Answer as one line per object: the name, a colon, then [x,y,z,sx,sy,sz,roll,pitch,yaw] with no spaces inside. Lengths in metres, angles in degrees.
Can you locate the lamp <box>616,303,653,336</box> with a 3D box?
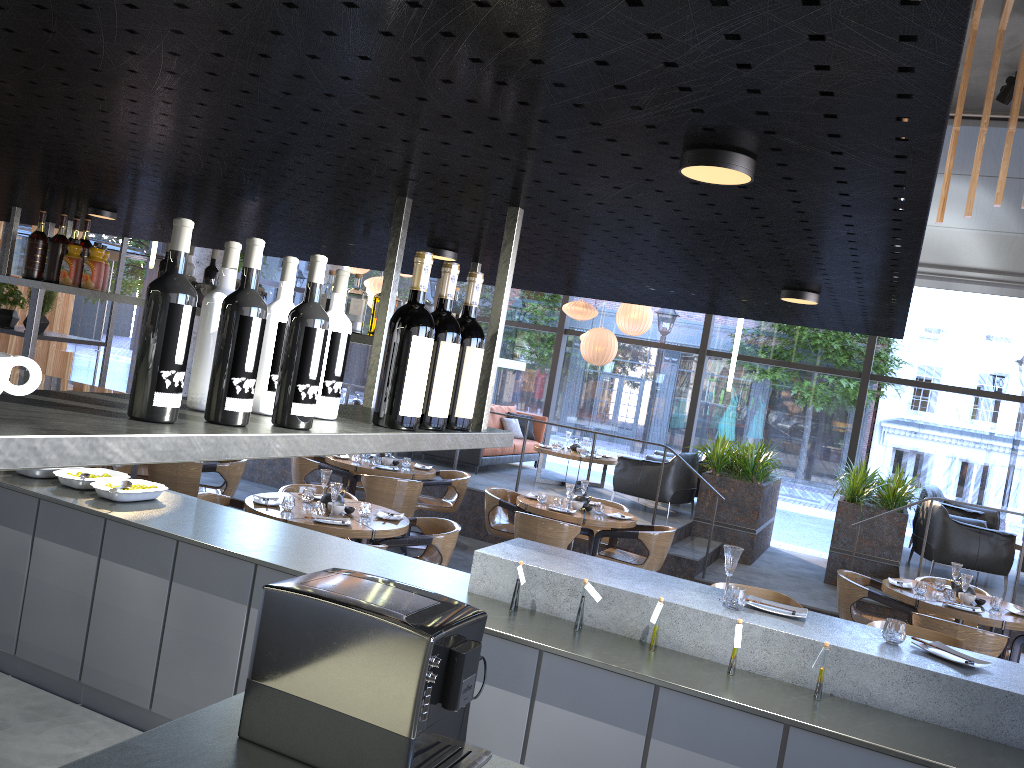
lamp: [1.560,-2.136,8.101,0.468,3.124,6.999,10,1,4]

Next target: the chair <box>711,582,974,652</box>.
chair: [2.165,1.740,1.647,2.787,1.047,5.395,10,1,0]

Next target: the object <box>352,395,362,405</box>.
object: [-2.221,0.240,12.729,0.168,0.179,0.163,10,1,33]

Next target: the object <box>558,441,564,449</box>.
object: [0.628,0.793,11.502,0.086,0.086,0.086,9,1,-30]

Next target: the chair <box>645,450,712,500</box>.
chair: [2.163,1.155,11.456,0.833,0.743,1.030,10,1,8]

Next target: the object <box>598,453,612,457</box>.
object: [1.197,0.923,11.396,0.170,0.025,0.294,10,1,3]

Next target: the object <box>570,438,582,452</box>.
object: [0.827,0.782,11.378,0.163,0.179,0.168,9,1,-11]

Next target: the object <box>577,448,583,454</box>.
object: [0.871,0.851,11.241,0.116,0.065,0.116,9,1,-37]

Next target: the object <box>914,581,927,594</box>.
object: [3.034,1.514,6.579,0.086,0.086,0.086,9,1,-42]

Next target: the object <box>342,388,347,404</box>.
object: [-2.422,0.180,12.780,0.082,0.227,0.082,9,1,-29]

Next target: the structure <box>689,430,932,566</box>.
structure: [-2.347,0.568,7.979,15.715,1.608,4.306,9,1,-29]

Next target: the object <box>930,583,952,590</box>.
object: [3.451,1.608,6.997,0.294,0.025,0.170,10,1,8]

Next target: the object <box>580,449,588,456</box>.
object: [0.891,0.848,10.962,0.086,0.086,0.086,10,1,27]

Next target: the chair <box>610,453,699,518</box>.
chair: [1.708,1.099,10.365,0.833,0.743,1.030,10,1,30]

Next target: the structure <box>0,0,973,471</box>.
structure: [-3.090,-1.581,3.167,8.600,2.382,4.958,10,1,23]

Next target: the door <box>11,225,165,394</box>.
door: [-5.026,-0.395,10.205,2.186,2.526,2.186,11,2,43]

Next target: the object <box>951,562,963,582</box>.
object: [3.428,1.503,6.867,0.082,0.227,0.082,11,2,44]

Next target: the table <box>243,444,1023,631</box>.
table: [0.879,1.435,8.171,10.659,0.968,6.876,10,1,23]

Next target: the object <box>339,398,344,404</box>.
object: [-2.450,0.249,12.677,0.086,0.086,0.086,10,1,15]

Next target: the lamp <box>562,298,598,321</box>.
lamp: [1.045,-1.935,11.378,0.467,2.271,0.467,9,1,-14]

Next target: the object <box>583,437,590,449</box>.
object: [0.908,0.778,11.046,0.082,0.227,0.082,9,1,-24]

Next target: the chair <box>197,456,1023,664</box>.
chair: [0.884,1.575,6.474,9.749,0.759,4.352,10,1,24]

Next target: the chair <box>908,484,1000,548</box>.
chair: [5.120,1.601,10.243,0.833,0.743,1.030,10,1,37]

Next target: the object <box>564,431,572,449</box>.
object: [0.724,0.737,11.563,0.082,0.227,0.082,10,1,5]

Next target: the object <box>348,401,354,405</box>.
object: [-2.240,0.291,12.341,0.086,0.086,0.086,9,1,-18]

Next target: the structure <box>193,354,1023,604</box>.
structure: [-0.296,-0.421,4.853,11.718,4.117,9.054,10,1,23]

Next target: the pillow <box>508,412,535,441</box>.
pillow: [0.122,0.596,12.547,0.418,0.345,0.242,9,1,-27]

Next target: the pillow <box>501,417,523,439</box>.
pillow: [-0.002,0.613,12.291,0.203,0.263,0.332,11,2,43]

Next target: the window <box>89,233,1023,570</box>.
window: [0.190,-1.143,6.187,12.739,5.897,12.900,10,1,23]

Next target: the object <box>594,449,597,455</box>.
object: [1.050,0.868,11.342,0.086,0.086,0.086,10,1,27]

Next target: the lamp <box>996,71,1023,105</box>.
lamp: [5.317,-3.142,9.479,0.273,0.367,0.300,9,1,-21]

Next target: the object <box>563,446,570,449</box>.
object: [0.658,0.826,11.689,0.294,0.025,0.170,9,1,-31]

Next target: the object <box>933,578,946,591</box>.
object: [3.312,1.555,6.873,0.086,0.086,0.086,10,1,5]

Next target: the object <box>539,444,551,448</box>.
object: [0.422,0.794,11.263,0.170,0.025,0.294,10,1,3]

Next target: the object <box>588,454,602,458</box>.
object: [1.031,0.903,11.001,0.170,0.025,0.294,10,1,3]

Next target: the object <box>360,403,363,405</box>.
object: [-2.097,0.314,12.424,0.086,0.086,0.086,10,1,18]

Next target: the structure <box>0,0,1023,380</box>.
structure: [0.187,-1.116,4.573,10.399,5.894,10.127,10,1,23]

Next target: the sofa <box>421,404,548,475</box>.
sofa: [-0.324,0.691,11.874,0.864,0.811,2.226,10,1,23]

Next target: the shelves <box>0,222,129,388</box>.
shelves: [-4.373,-1.765,3.871,1.247,5.690,5.494,10,1,33]

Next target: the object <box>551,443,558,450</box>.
object: [0.539,0.786,11.113,0.086,0.086,0.086,10,1,27]

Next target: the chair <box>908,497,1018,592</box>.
chair: [4.615,1.616,9.123,0.833,0.743,1.030,10,1,8]

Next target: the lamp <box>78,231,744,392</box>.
lamp: [1.194,-5.138,3.870,8.975,10.231,8.774,10,1,21]

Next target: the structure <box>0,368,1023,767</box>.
structure: [-1.703,0.892,2.355,8.945,1.400,4.889,10,1,23]

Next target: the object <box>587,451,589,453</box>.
object: [0.944,0.873,11.321,0.080,0.042,0.080,10,1,8]
